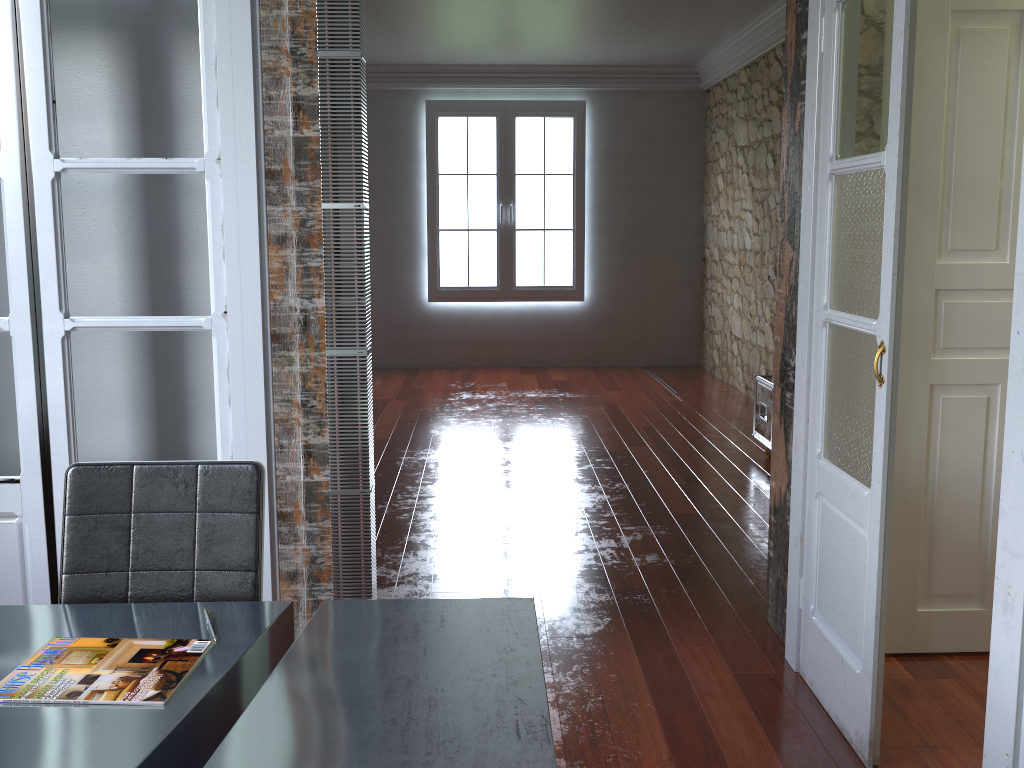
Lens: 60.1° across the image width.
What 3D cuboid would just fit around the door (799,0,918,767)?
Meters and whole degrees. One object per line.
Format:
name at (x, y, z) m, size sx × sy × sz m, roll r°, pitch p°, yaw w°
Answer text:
door at (1.001, -0.038, 2.107) m, size 0.483 × 2.167 × 1.194 m, roll -4°, pitch 8°, yaw -27°

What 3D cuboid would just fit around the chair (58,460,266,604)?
chair at (-0.748, 0.671, 1.720) m, size 0.475 × 0.913 × 0.606 m, roll 0°, pitch 8°, yaw -2°

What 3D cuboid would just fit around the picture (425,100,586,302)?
picture at (-0.057, -1.807, 8.807) m, size 1.580 × 1.975 × 0.128 m, roll 0°, pitch 7°, yaw -2°

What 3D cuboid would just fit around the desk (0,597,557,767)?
desk at (-0.648, 0.923, 1.018) m, size 1.445 × 0.649 × 1.726 m, roll 0°, pitch 10°, yaw -2°

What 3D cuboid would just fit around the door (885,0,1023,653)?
door at (1.629, -0.202, 2.848) m, size 0.868 × 2.203 × 0.146 m, roll 0°, pitch 7°, yaw -2°

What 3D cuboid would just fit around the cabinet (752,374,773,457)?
cabinet at (1.786, 0.310, 4.903) m, size 0.488 × 0.506 × 1.434 m, roll 0°, pitch 10°, yaw -2°

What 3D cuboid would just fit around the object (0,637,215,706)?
object at (-0.711, 0.500, 1.546) m, size 0.307 × 0.012 × 0.225 m, roll 0°, pitch 10°, yaw 3°

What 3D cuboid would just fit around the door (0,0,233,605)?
door at (-1.307, -0.095, 2.460) m, size 1.160 × 2.167 × 0.041 m, roll 0°, pitch 7°, yaw -2°

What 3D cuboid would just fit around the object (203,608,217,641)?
object at (-0.583, 0.465, 1.713) m, size 0.011 × 0.011 × 0.150 m, roll -4°, pitch 11°, yaw -26°

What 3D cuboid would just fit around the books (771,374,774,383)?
books at (1.702, -0.039, 5.390) m, size 0.224 × 0.028 × 0.308 m, roll 3°, pitch 11°, yaw 18°
